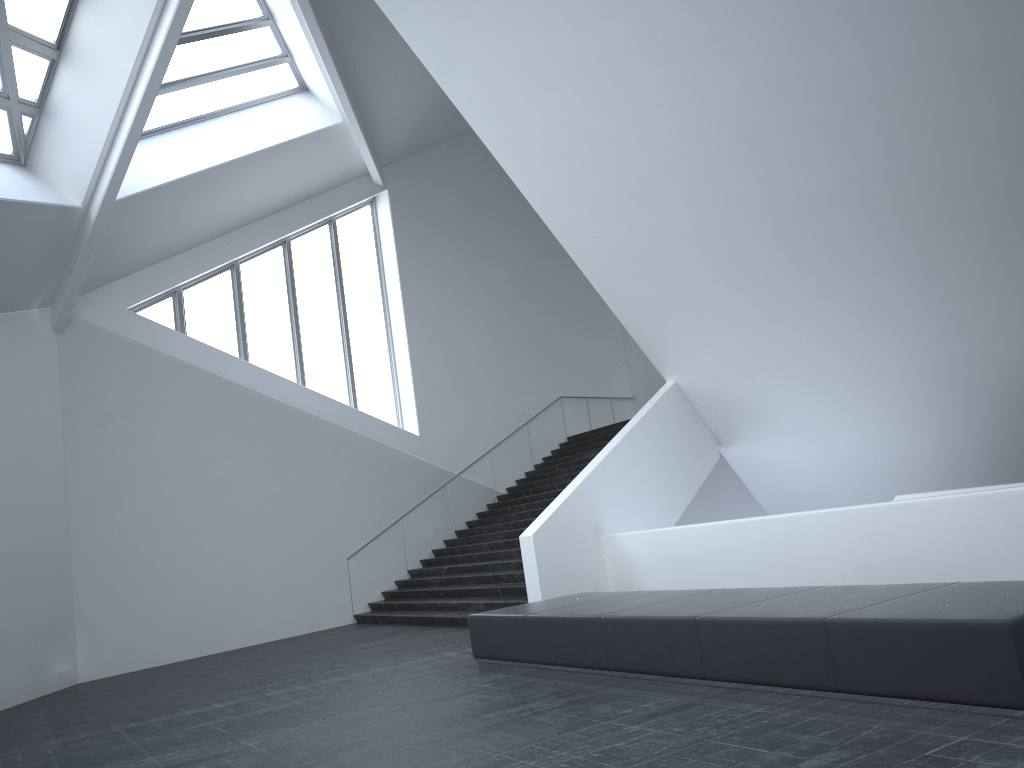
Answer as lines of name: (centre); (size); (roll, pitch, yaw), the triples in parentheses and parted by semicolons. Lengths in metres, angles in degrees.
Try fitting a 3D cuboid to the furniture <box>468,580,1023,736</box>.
furniture: (1.678, 2.047, 7.167); (1.488, 0.580, 5.742); (-2, -11, -32)
